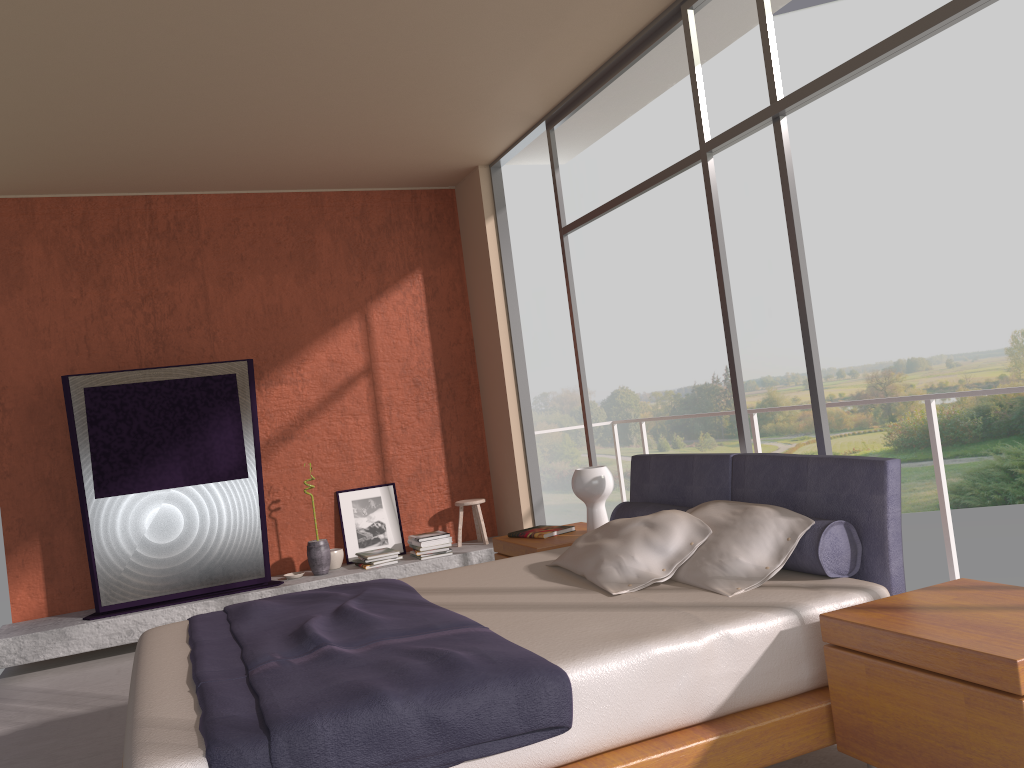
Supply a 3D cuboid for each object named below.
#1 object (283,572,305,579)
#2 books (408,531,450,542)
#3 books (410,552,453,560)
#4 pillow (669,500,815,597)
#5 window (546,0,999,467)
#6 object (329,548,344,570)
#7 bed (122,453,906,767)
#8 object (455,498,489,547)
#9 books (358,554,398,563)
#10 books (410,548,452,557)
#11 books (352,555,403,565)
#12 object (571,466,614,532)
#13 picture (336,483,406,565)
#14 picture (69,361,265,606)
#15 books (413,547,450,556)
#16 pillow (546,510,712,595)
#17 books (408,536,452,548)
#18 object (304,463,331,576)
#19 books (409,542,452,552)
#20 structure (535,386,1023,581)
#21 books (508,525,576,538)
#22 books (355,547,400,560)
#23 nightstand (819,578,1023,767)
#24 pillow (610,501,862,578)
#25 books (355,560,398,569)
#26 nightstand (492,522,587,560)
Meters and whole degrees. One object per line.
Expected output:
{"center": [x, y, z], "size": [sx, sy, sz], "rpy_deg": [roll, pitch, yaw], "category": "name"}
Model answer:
{"center": [-1.553, 1.375, 6.331], "size": [0.152, 0.040, 0.152], "rpy_deg": [-8, -2, 13], "category": "object"}
{"center": [-0.619, 1.139, 6.628], "size": [0.247, 0.025, 0.287], "rpy_deg": [-6, -2, -22], "category": "books"}
{"center": [-0.601, 1.268, 6.618], "size": [0.247, 0.018, 0.328], "rpy_deg": [-6, -2, -21], "category": "books"}
{"center": [0.739, 0.593, 3.268], "size": [0.400, 0.265, 0.791], "rpy_deg": [-6, -2, -19], "category": "pillow"}
{"center": [1.555, -0.422, 3.081], "size": [0.075, 3.133, 6.106], "rpy_deg": [-6, -2, -22], "category": "window"}
{"center": [-1.331, 1.297, 6.550], "size": [0.179, 0.137, 0.180], "rpy_deg": [-7, -2, -10], "category": "object"}
{"center": [-0.109, 0.886, 3.212], "size": [2.462, 0.959, 2.017], "rpy_deg": [-6, -2, -22], "category": "bed"}
{"center": [-0.294, 1.078, 6.908], "size": [0.260, 0.349, 0.257], "rpy_deg": [-9, -2, 37], "category": "object"}
{"center": [-0.980, 1.261, 6.489], "size": [0.247, 0.025, 0.287], "rpy_deg": [-6, -2, -20], "category": "books"}
{"center": [-0.605, 1.251, 6.624], "size": [0.247, 0.018, 0.287], "rpy_deg": [-6, -2, -22], "category": "books"}
{"center": [-0.985, 1.285, 6.500], "size": [0.247, 0.018, 0.328], "rpy_deg": [-6, -2, -38], "category": "books"}
{"center": [0.436, 0.608, 4.666], "size": [0.224, 0.338, 0.224], "rpy_deg": [-7, -2, -11], "category": "object"}
{"center": [-1.076, 1.062, 6.783], "size": [0.458, 0.550, 0.117], "rpy_deg": [-6, -2, -22], "category": "picture"}
{"center": [-2.271, 0.634, 5.947], "size": [1.129, 1.496, 0.126], "rpy_deg": [-6, -2, -22], "category": "picture"}
{"center": [-0.602, 1.228, 6.600], "size": [0.247, 0.025, 0.287], "rpy_deg": [-7, -2, -11], "category": "books"}
{"center": [0.437, 0.650, 3.529], "size": [0.431, 0.264, 0.869], "rpy_deg": [-7, -2, -15], "category": "pillow"}
{"center": [-0.613, 1.170, 6.621], "size": [0.247, 0.038, 0.319], "rpy_deg": [-6, -2, -25], "category": "books"}
{"center": [-1.416, 0.963, 6.361], "size": [0.165, 0.810, 0.165], "rpy_deg": [-7, -2, 1], "category": "object"}
{"center": [-0.609, 1.202, 6.620], "size": [0.247, 0.027, 0.328], "rpy_deg": [-6, -2, -21], "category": "books"}
{"center": [1.974, 0.528, 3.379], "size": [0.728, 1.005, 7.689], "rpy_deg": [-6, -2, -22], "category": "structure"}
{"center": [0.162, 0.810, 4.857], "size": [0.247, 0.025, 0.287], "rpy_deg": [-5, -3, -41], "category": "books"}
{"center": [-0.985, 1.241, 6.494], "size": [0.247, 0.018, 0.328], "rpy_deg": [-6, -2, -25], "category": "books"}
{"center": [1.279, 0.876, 2.324], "size": [0.562, 0.556, 0.628], "rpy_deg": [-6, -2, -22], "category": "nightstand"}
{"center": [0.823, 0.603, 3.596], "size": [0.205, 0.201, 1.470], "rpy_deg": [-6, -2, -22], "category": "pillow"}
{"center": [-0.992, 1.308, 6.487], "size": [0.247, 0.025, 0.287], "rpy_deg": [-6, -2, -26], "category": "books"}
{"center": [0.298, 1.083, 4.767], "size": [0.562, 0.556, 0.628], "rpy_deg": [-6, -2, -22], "category": "nightstand"}
